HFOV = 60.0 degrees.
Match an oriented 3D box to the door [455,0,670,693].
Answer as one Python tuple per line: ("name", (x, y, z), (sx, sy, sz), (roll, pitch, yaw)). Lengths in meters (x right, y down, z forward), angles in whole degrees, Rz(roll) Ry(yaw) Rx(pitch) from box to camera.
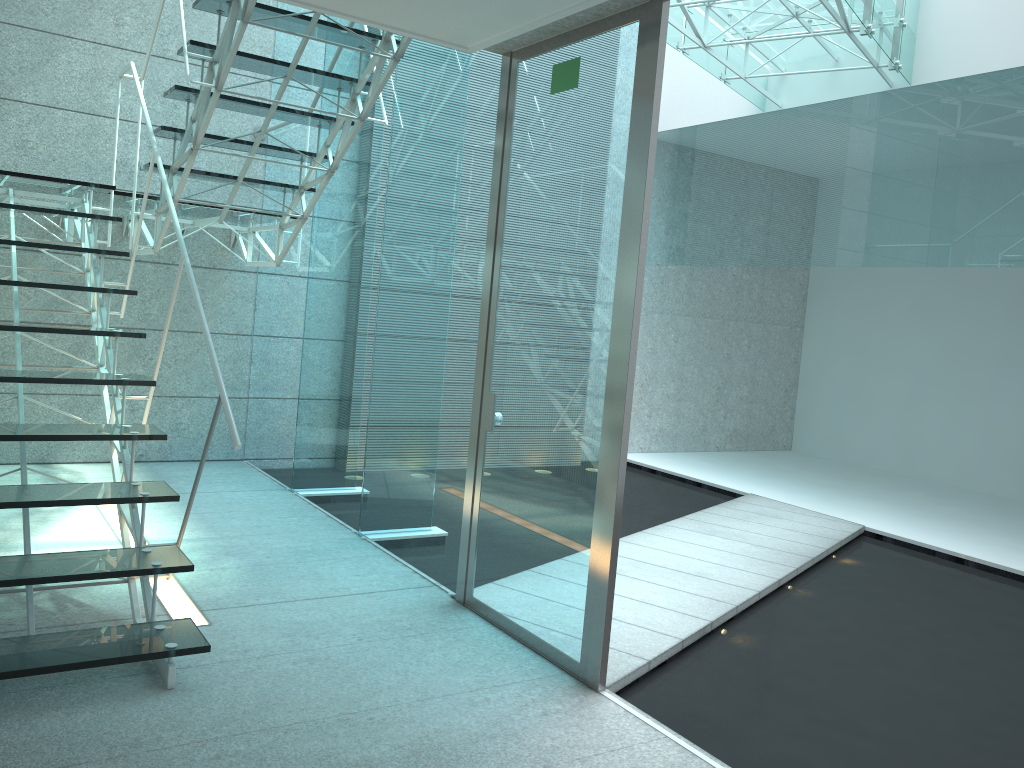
("door", (0.142, -0.157, 2.966), (0.076, 2.061, 0.867), (3, 3, -33))

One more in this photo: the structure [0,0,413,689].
("structure", (-1.392, -2.333, 3.699), (1.908, 5.998, 3.304), (3, 4, -33))
